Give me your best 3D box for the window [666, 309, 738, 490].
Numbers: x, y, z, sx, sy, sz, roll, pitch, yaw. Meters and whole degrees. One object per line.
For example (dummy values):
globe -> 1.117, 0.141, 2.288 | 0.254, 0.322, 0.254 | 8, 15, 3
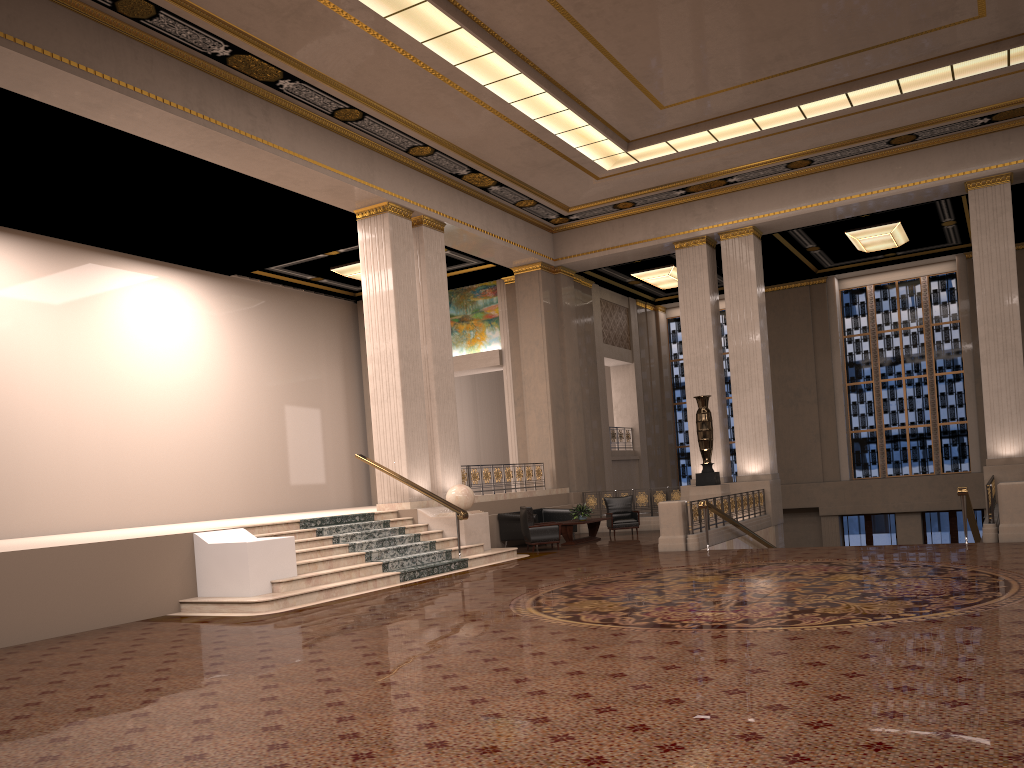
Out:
window -> 6.287, 0.454, 26.614 | 3.000, 5.358, 0.069 | -5, 0, 30

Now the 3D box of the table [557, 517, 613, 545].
table -> 1.388, 2.978, 17.801 | 0.843, 0.434, 1.475 | -7, -7, 29

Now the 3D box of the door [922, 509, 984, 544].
door -> 11.698, 4.641, 23.204 | 1.497, 2.724, 0.154 | -5, 0, 30

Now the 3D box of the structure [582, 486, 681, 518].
structure -> 2.796, 2.758, 20.389 | 2.547, 0.654, 0.032 | -8, -2, 30

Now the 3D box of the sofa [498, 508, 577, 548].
sofa -> 0.584, 2.955, 18.258 | 0.879, 0.705, 1.923 | -6, -6, 29

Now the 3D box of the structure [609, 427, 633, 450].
structure -> 2.916, 1.521, 24.350 | 0.031, 0.666, 2.156 | -4, -5, 29

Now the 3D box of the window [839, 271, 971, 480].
window -> 10.711, -0.155, 24.091 | 3.000, 5.358, 0.069 | -5, 0, 30

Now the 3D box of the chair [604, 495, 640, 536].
chair -> 2.394, 2.857, 19.154 | 0.647, 0.843, 0.720 | -4, -3, -6

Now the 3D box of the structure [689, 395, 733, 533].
structure -> 4.010, 1.640, 18.060 | 0.703, 2.788, 0.698 | -4, 0, 29

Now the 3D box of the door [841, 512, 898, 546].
door -> 9.887, 4.890, 24.237 | 1.497, 2.724, 0.154 | -5, 0, 30

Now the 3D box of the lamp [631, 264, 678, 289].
lamp -> 4.075, -2.794, 23.378 | 1.173, 0.214, 2.017 | -8, -7, 29

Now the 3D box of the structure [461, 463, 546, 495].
structure -> -0.167, 2.011, 18.717 | 0.032, 0.623, 3.695 | -4, -5, 29

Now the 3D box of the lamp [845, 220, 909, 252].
lamp -> 8.634, -3.422, 20.777 | 1.173, 0.214, 2.017 | -8, -7, 29

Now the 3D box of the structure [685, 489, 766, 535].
structure -> 4.085, 2.314, 16.333 | 0.079, 0.536, 4.937 | -4, -6, 30

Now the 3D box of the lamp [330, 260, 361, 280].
lamp -> -3.116, -2.626, 20.208 | 1.724, 0.214, 1.168 | -8, -7, 29

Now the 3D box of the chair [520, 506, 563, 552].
chair -> 0.531, 2.687, 16.441 | 0.716, 0.843, 0.651 | -4, -2, -11

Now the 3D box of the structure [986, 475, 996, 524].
structure -> 7.754, 1.809, 14.239 | 0.079, 0.536, 4.938 | -4, -6, 29

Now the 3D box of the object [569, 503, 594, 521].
object -> 1.389, 2.553, 17.651 | 0.523, 0.376, 0.506 | -2, -5, -28
